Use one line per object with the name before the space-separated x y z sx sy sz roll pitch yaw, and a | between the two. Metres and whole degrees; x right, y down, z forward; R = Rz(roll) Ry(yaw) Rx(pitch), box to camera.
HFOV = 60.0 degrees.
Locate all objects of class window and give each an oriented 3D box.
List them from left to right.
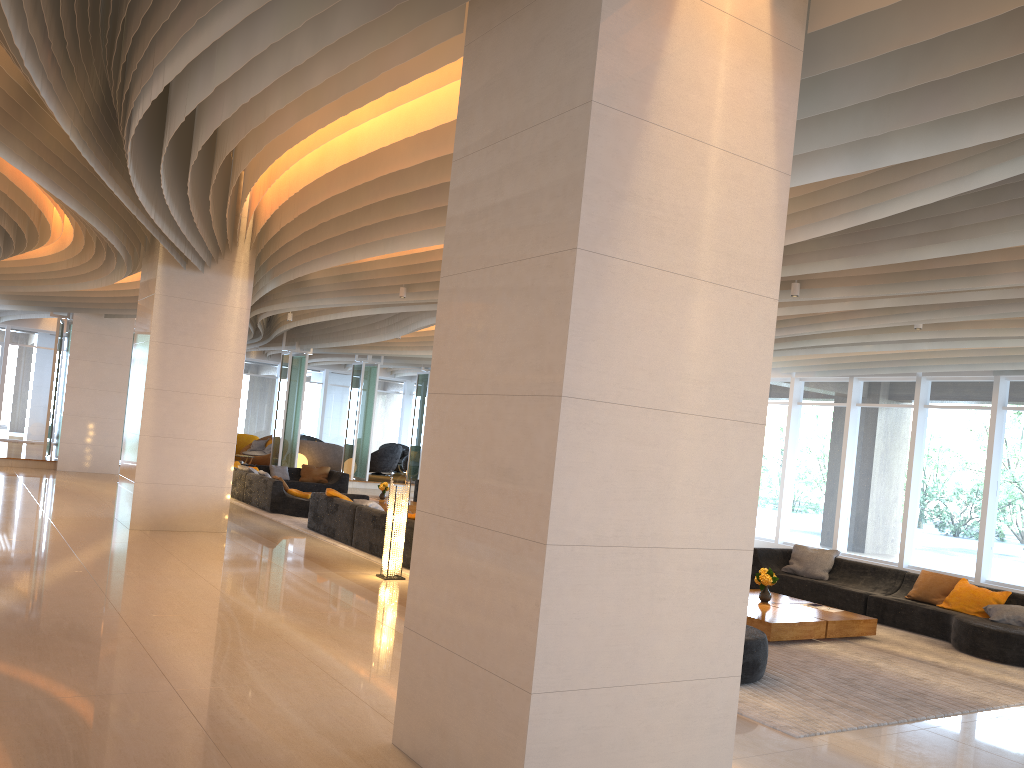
window | 2.543 1.241 17.871 53.698 3.217 22.497 4 -4 22

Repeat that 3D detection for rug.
rug | -0.154 2.550 13.810 5.617 0.022 15.938 8 -4 -32

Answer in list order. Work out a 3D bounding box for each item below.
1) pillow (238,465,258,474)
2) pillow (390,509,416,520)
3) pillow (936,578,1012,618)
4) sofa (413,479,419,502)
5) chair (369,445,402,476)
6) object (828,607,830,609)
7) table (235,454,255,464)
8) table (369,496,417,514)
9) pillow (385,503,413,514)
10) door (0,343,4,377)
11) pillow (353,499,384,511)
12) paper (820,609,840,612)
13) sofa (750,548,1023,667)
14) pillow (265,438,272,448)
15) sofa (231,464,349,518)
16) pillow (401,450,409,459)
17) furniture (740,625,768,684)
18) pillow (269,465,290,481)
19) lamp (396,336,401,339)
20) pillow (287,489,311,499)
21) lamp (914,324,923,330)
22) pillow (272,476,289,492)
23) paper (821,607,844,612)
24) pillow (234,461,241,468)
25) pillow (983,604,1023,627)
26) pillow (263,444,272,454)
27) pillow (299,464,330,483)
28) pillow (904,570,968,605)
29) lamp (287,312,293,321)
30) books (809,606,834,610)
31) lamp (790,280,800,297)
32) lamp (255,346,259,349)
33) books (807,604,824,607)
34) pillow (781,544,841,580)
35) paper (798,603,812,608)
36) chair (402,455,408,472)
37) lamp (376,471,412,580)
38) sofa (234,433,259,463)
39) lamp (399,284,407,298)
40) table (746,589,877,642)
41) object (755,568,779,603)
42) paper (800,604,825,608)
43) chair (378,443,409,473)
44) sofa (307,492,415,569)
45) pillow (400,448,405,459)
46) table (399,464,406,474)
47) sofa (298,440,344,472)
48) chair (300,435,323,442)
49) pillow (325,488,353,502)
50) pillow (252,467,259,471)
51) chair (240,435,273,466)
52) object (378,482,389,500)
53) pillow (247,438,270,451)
pillow | -5.008 1.799 17.287 0.557 0.376 0.640 8 -4 -37
pillow | -1.185 1.783 11.191 0.627 0.377 0.558 4 -3 35
pillow | 5.074 2.374 9.743 0.482 0.402 0.598 7 -3 -25
sofa | -0.873 2.518 19.010 0.959 0.581 3.711 8 -4 -32
chair | -4.146 2.378 28.090 1.117 1.004 1.546 5 -3 30
object | 3.358 2.396 9.484 0.103 0.014 0.184 3 -5 38
table | -7.696 2.145 24.802 1.059 0.318 0.835 3 -4 39
table | -2.687 2.439 17.826 1.631 0.220 1.573 8 -4 -33
pillow | -1.464 1.812 11.766 0.452 0.409 0.591 7 -3 -31
door | -15.371 0.133 25.093 1.486 2.768 0.059 7 -1 -33
pillow | -2.015 1.851 12.630 0.428 0.376 0.577 7 -3 -30
paper | 3.394 2.405 9.445 0.186 0.001 0.265 2 -5 44
sofa | 4.549 2.512 10.390 1.360 0.581 4.122 7 -4 -25
pillow | -7.002 1.805 25.941 0.594 0.422 0.379 4 -3 35
sofa | -3.977 2.074 17.635 2.879 0.653 5.000 8 -4 -32
pillow | -3.630 2.543 31.232 0.506 0.408 0.462 6 -2 -5
furniture | 1.538 2.099 7.079 0.998 0.364 0.970 7 -4 -23
pillow | -5.104 1.949 19.463 0.415 0.312 0.316 7 -3 -31
lamp | -2.219 -1.663 17.905 0.088 1.504 0.090 6 -1 12
pillow | -3.719 1.934 15.648 0.410 0.135 0.417 6 -3 1
lamp | 4.932 -1.405 10.612 0.088 1.504 0.090 6 -1 12
pillow | -4.073 1.802 15.776 0.334 0.311 0.416 7 -3 -31
paper | 3.395 2.404 9.445 0.182 0.001 0.262 2 -5 44
pillow | -5.923 1.806 18.914 0.335 0.316 0.416 5 -3 29
pillow | 5.239 2.418 9.217 0.580 0.209 0.445 5 -3 17
pillow | -6.894 1.836 25.538 0.472 0.408 0.495 7 -3 -30
pillow | -4.429 2.020 19.925 0.643 0.377 0.544 6 -3 -11
pillow | 4.861 2.366 10.194 0.377 0.374 0.566 7 -3 -34
lamp | -4.100 -1.937 16.667 0.088 1.504 0.090 6 -1 12
books | 3.317 2.396 9.516 0.208 0.011 0.185 3 -5 38
lamp | 3.070 -1.676 9.394 0.088 1.504 0.090 6 -1 12
lamp | -6.988 -1.717 24.593 0.090 1.504 0.088 6 -1 -24
books | 3.278 2.393 9.585 0.185 0.011 0.109 9 -5 -42
pillow | 3.937 2.342 11.705 0.627 0.377 0.558 4 -3 35
paper | 3.256 2.401 9.599 0.268 0.001 0.193 9 -5 -41
chair | -2.892 2.589 29.353 1.545 1.004 1.117 7 -3 -30
lamp | -1.305 1.588 9.989 0.255 1.197 0.246 6 -1 -33
sofa | -8.762 1.843 26.337 2.615 0.900 1.088 9 -4 -43
lamp | -1.444 -1.948 12.321 0.091 1.504 0.087 6 -1 -42
table | 2.667 2.437 9.375 1.631 0.220 1.573 8 -4 -33
object | 2.721 2.152 9.527 0.270 0.376 0.232 7 -2 -31
paper | 3.261 2.400 9.597 0.262 0.001 0.182 9 -5 -41
chair | -3.957 2.591 31.058 1.538 1.004 1.123 7 -3 -20
sofa | -1.770 1.990 12.337 0.959 0.581 3.711 8 -4 -32
pillow | -4.040 2.458 31.287 0.616 0.422 0.366 7 -2 -30
table | -3.391 2.940 30.222 1.098 0.318 0.806 8 -4 -26
sofa | -5.872 2.148 26.477 2.534 0.900 1.124 5 -3 17
chair | -6.291 2.181 28.445 1.114 1.004 1.549 4 -3 40
pillow | -2.544 1.783 13.337 0.551 0.377 0.635 6 -3 -10
pillow | -5.147 1.797 17.592 0.416 0.335 0.329 5 -2 23
chair | -7.184 1.914 25.747 1.488 1.004 1.160 3 -4 45
object | -2.616 2.159 18.030 0.236 0.376 0.266 6 -2 -1
pillow | -7.406 1.783 25.970 0.613 0.454 0.478 5 -2 19
